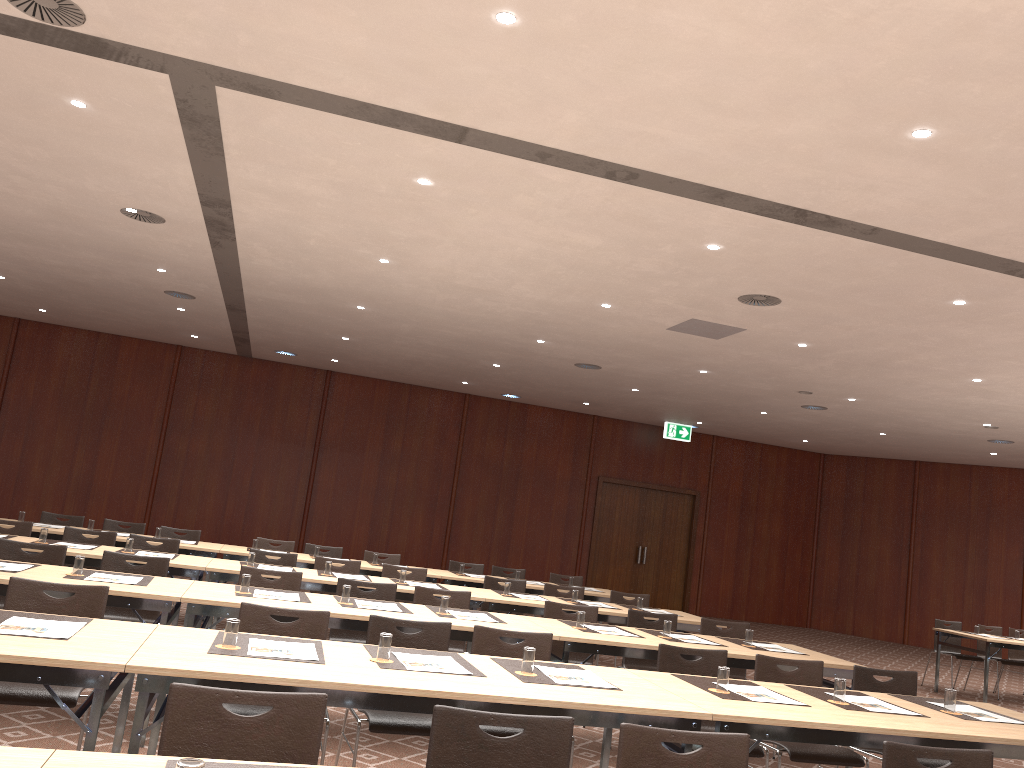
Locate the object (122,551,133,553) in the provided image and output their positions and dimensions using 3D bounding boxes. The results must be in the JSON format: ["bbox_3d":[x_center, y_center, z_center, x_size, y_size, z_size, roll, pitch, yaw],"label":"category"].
[{"bbox_3d":[-3.145,1.379,7.262,0.102,0.001,0.102,12,-10,-25],"label":"object"}]

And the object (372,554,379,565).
[{"bbox_3d":[-1.502,1.925,9.749,0.054,0.114,0.054,5,-9,19],"label":"object"}]

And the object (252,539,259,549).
[{"bbox_3d":[-2.733,1.712,9.435,0.054,0.114,0.054,5,-9,19],"label":"object"}]

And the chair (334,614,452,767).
[{"bbox_3d":[-0.531,1.653,4.359,0.536,0.938,0.614,10,-9,-16],"label":"chair"}]

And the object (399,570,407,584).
[{"bbox_3d":[-0.964,1.700,7.825,0.054,0.114,0.054,5,-9,19],"label":"object"}]

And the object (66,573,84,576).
[{"bbox_3d":[-2.637,1.151,5.351,0.102,0.001,0.102,12,-10,-25],"label":"object"}]

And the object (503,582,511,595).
[{"bbox_3d":[-0.044,1.859,8.060,0.054,0.114,0.054,5,-9,19],"label":"object"}]

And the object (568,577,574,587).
[{"bbox_3d":[0.688,2.304,10.302,0.054,0.114,0.054,0,-11,42],"label":"object"}]

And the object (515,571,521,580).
[{"bbox_3d":[0.066,2.197,10.147,0.054,0.114,0.054,5,-9,19],"label":"object"}]

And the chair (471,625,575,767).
[{"bbox_3d":[-0.013,1.743,4.491,0.536,0.938,0.614,9,-9,-12],"label":"chair"}]

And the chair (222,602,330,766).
[{"bbox_3d":[-1.138,1.541,4.161,0.536,0.938,0.614,10,-9,-13],"label":"chair"}]

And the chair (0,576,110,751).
[{"bbox_3d":[-2.151,1.378,3.983,0.536,0.938,0.614,10,-9,-17],"label":"chair"}]

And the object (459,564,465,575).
[{"bbox_3d":[-0.565,2.087,9.981,0.054,0.114,0.054,5,-9,19],"label":"object"}]

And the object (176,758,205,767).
[{"bbox_3d":[-0.642,0.802,1.746,0.054,0.114,0.054,5,-9,19],"label":"object"}]

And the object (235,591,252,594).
[{"bbox_3d":[-1.692,1.313,5.580,0.102,0.001,0.102,12,-10,-25],"label":"object"}]

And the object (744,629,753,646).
[{"bbox_3d":[1.728,1.850,6.465,0.054,0.114,0.054,0,-11,42],"label":"object"}]

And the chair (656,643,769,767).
[{"bbox_3d":[1.012,1.926,4.787,0.536,0.938,0.614,10,-9,-15],"label":"chair"}]

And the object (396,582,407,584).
[{"bbox_3d":[-0.974,1.756,7.821,0.102,0.001,0.102,12,-10,-25],"label":"object"}]

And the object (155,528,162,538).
[{"bbox_3d":[-3.665,1.548,9.185,0.054,0.114,0.054,5,-9,19],"label":"object"}]

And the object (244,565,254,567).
[{"bbox_3d":[-2.234,1.539,7.507,0.102,0.001,0.102,12,-10,-25],"label":"object"}]

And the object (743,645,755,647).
[{"bbox_3d":[1.721,1.905,6.448,0.102,0.001,0.102,12,-10,-25],"label":"object"}]

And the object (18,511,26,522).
[{"bbox_3d":[-4.908,1.333,8.873,0.054,0.114,0.054,0,-11,42],"label":"object"}]

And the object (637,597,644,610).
[{"bbox_3d":[1.210,2.077,8.380,0.054,0.114,0.054,0,-11,42],"label":"object"}]

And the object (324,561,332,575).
[{"bbox_3d":[-1.589,1.591,7.662,0.054,0.114,0.054,5,-9,19],"label":"object"}]

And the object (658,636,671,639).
[{"bbox_3d":[1.084,1.795,6.288,0.102,0.001,0.102,12,-10,-25],"label":"object"}]

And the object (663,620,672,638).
[{"bbox_3d":[1.104,1.742,6.307,0.054,0.114,0.054,5,-9,19],"label":"object"}]

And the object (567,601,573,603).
[{"bbox_3d":[0.557,2.022,8.216,0.102,0.001,0.102,12,-10,-25],"label":"object"}]

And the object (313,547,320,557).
[{"bbox_3d":[-2.113,1.819,9.593,0.054,0.114,0.054,5,-9,19],"label":"object"}]

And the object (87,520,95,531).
[{"bbox_3d":[-4.290,1.441,9.035,0.054,0.114,0.054,5,-9,19],"label":"object"}]

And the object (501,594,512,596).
[{"bbox_3d":[-0.050,1.915,8.049,0.102,0.001,0.102,12,-10,-25],"label":"object"}]

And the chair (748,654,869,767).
[{"bbox_3d":[1.582,2.019,4.896,0.536,0.938,0.614,9,-9,-12],"label":"chair"}]

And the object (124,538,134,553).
[{"bbox_3d":[-3.144,1.324,7.284,0.054,0.114,0.054,5,-9,19],"label":"object"}]

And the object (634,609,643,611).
[{"bbox_3d":[1.185,2.131,8.378,0.102,0.001,0.102,12,-10,-25],"label":"object"}]

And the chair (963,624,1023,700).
[{"bbox_3d":[6.750,3.861,12.323,0.536,0.938,0.614,10,-9,-16],"label":"chair"}]

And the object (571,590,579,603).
[{"bbox_3d":[0.585,1.970,8.230,0.054,0.114,0.054,5,-9,19],"label":"object"}]

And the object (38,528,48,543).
[{"bbox_3d":[-3.759,1.215,7.113,0.054,0.114,0.054,5,-9,19],"label":"object"}]

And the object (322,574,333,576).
[{"bbox_3d":[-1.600,1.646,7.653,0.102,0.001,0.102,12,-10,-25],"label":"object"}]

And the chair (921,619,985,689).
[{"bbox_3d":[6.094,3.754,12.200,0.536,0.938,0.614,9,-9,-12],"label":"chair"}]

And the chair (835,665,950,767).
[{"bbox_3d":[2.185,2.117,5.006,0.536,0.938,0.614,10,-9,-13],"label":"chair"}]

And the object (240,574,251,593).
[{"bbox_3d":[-1.681,1.258,5.594,0.054,0.114,0.054,5,-9,19],"label":"object"}]

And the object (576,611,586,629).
[{"bbox_3d":[0.475,1.631,6.135,0.054,0.114,0.054,5,-9,19],"label":"object"}]

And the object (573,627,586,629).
[{"bbox_3d":[0.466,1.688,6.133,0.102,0.001,0.102,8,-9,-3],"label":"object"}]

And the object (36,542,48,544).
[{"bbox_3d":[-3.769,1.270,7.101,0.102,0.001,0.102,12,-10,-25],"label":"object"}]

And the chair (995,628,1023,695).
[{"bbox_3d":[7.329,3.978,12.576,0.536,0.938,0.614,10,-9,-17],"label":"chair"}]

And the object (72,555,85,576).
[{"bbox_3d":[-2.617,1.096,5.355,0.054,0.114,0.054,5,-9,19],"label":"object"}]

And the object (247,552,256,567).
[{"bbox_3d":[-2.206,1.484,7.505,0.054,0.114,0.054,5,-9,19],"label":"object"}]
